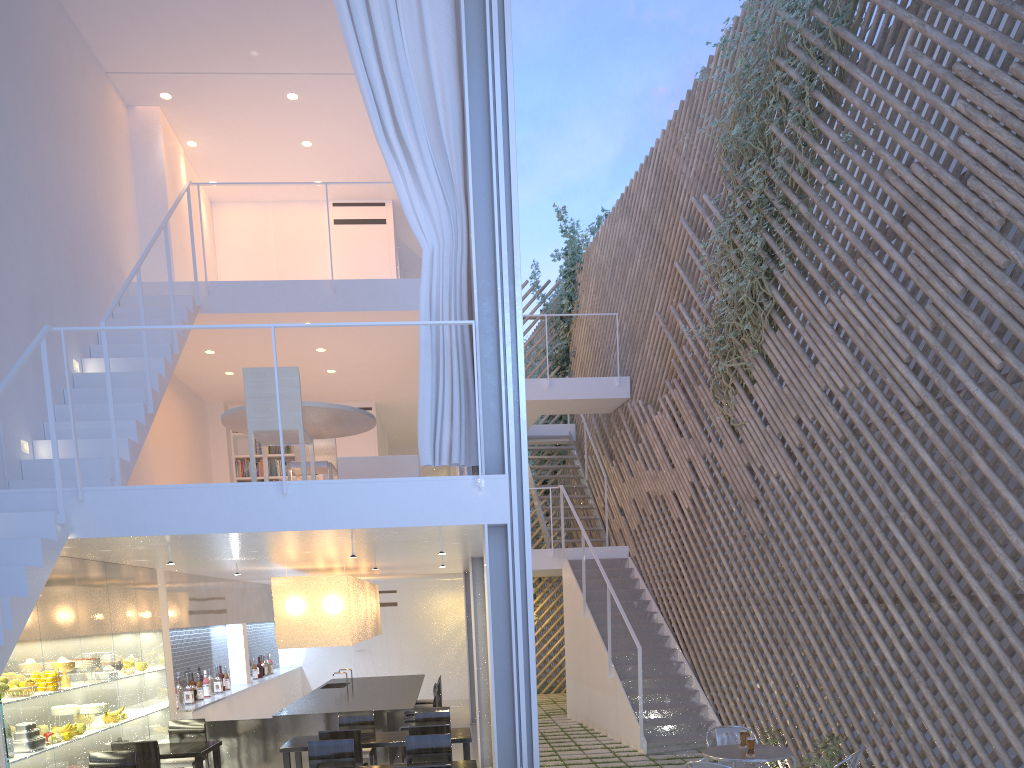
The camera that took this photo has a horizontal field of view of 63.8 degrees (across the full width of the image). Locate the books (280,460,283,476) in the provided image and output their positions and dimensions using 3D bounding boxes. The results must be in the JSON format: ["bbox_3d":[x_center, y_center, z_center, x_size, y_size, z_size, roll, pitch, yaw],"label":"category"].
[{"bbox_3d":[-1.808,0.671,6.471,0.007,0.128,0.096,-3,-1,-5],"label":"books"}]

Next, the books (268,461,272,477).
[{"bbox_3d":[-1.905,0.677,6.476,0.006,0.129,0.071,-3,2,-5],"label":"books"}]

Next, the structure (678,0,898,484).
[{"bbox_3d":[1.436,-0.928,4.219,0.740,2.706,2.386,-4,-2,-14],"label":"structure"}]

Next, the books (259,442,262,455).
[{"bbox_3d":[-1.930,0.822,4.808,0.039,1.621,3.688,-2,-11,0],"label":"books"}]

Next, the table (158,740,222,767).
[{"bbox_3d":[-1.652,1.958,4.071,0.359,0.329,0.358,-2,-5,-5],"label":"table"}]

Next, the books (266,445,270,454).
[{"bbox_3d":[-1.930,0.828,4.826,0.030,1.626,3.657,-2,-11,1],"label":"books"}]

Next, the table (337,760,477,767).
[{"bbox_3d":[-0.585,1.684,3.217,0.915,0.329,0.358,-1,-5,-4],"label":"table"}]

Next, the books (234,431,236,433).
[{"bbox_3d":[-2.154,0.324,6.407,0.015,0.142,0.088,-3,1,-5],"label":"books"}]

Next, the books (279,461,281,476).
[{"bbox_3d":[-1.816,0.676,6.474,0.006,0.121,0.090,-3,-1,-5],"label":"books"}]

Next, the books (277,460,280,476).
[{"bbox_3d":[-1.827,0.672,6.470,0.015,0.128,0.095,-3,-1,-5],"label":"books"}]

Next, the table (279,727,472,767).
[{"bbox_3d":[-0.659,1.936,4.144,0.915,0.329,0.358,-1,-5,-4],"label":"table"}]

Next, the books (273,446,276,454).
[{"bbox_3d":[-1.860,0.516,6.467,0.040,0.101,0.063,-3,1,-5],"label":"books"}]

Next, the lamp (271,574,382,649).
[{"bbox_3d":[-1.264,1.643,5.951,0.447,0.410,2.377,-2,-14,-5],"label":"lamp"}]

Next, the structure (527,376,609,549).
[{"bbox_3d":[0.437,0.697,7.681,0.535,1.881,1.261,-3,0,-11],"label":"structure"}]

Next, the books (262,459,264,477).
[{"bbox_3d":[-1.948,0.667,6.463,0.009,0.145,0.090,-3,1,-5],"label":"books"}]

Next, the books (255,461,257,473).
[{"bbox_3d":[-2.005,0.676,6.457,0.007,0.128,0.096,-3,-1,-5],"label":"books"}]

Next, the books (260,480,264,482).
[{"bbox_3d":[-1.960,0.838,6.484,0.015,0.152,0.087,-3,2,-5],"label":"books"}]

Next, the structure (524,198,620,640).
[{"bbox_3d":[0.429,0.851,9.278,1.116,4.507,3.320,-3,-1,-7],"label":"structure"}]

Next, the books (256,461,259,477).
[{"bbox_3d":[-1.992,0.678,6.470,0.021,0.131,0.070,-3,2,-5],"label":"books"}]

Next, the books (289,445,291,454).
[{"bbox_3d":[-1.740,0.485,6.465,0.011,0.153,0.082,-3,2,-5],"label":"books"}]

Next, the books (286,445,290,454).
[{"bbox_3d":[-1.842,0.832,4.850,0.030,1.625,3.636,-2,-11,3],"label":"books"}]

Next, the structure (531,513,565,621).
[{"bbox_3d":[0.036,2.309,8.605,1.144,2.003,0.283,-2,7,-4],"label":"structure"}]

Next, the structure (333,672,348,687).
[{"bbox_3d":[-1.331,2.293,6.379,0.112,0.124,0.034,-2,5,-4],"label":"structure"}]

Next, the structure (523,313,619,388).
[{"bbox_3d":[0.276,-0.257,6.486,1.139,0.572,0.026,-2,7,-4],"label":"structure"}]

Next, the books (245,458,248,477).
[{"bbox_3d":[-2.074,0.667,6.457,0.011,0.153,0.082,-3,2,-5],"label":"books"}]

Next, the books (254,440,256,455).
[{"bbox_3d":[-1.969,0.818,4.818,0.080,1.599,3.657,-3,-11,-2],"label":"books"}]

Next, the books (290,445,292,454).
[{"bbox_3d":[-1.812,0.821,4.853,0.023,1.648,3.627,-2,-11,3],"label":"books"}]

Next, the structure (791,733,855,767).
[{"bbox_3d":[1.492,1.792,3.878,0.294,0.321,0.321,-1,-4,-20],"label":"structure"}]

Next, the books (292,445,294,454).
[{"bbox_3d":[-1.820,0.823,4.852,0.024,1.644,3.635,-2,-11,4],"label":"books"}]

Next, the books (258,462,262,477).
[{"bbox_3d":[-1.971,0.681,6.465,0.018,0.121,0.085,-3,0,-5],"label":"books"}]

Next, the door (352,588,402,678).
[{"bbox_3d":[-1.741,1.988,5.767,0.481,1.143,5.669,-2,-14,7],"label":"door"}]

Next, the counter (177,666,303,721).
[{"bbox_3d":[-2.110,2.617,6.621,0.232,0.420,3.749,-3,-15,-5],"label":"counter"}]

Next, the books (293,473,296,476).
[{"bbox_3d":[-1.710,0.672,6.480,0.021,0.123,0.092,-3,-1,-5],"label":"books"}]

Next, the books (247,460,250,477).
[{"bbox_3d":[-2.061,0.673,6.460,0.015,0.142,0.078,-3,2,-5],"label":"books"}]

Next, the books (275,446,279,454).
[{"bbox_3d":[-1.839,0.516,6.470,0.040,0.101,0.063,-3,1,-5],"label":"books"}]

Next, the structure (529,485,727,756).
[{"bbox_3d":[0.540,1.575,5.881,1.181,1.945,1.993,-3,-4,-11],"label":"structure"}]

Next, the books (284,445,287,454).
[{"bbox_3d":[-1.837,0.805,4.805,0.124,1.598,3.718,-2,-11,3],"label":"books"}]

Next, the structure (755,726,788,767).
[{"bbox_3d":[1.423,2.002,4.524,0.267,0.259,0.266,-3,-4,3],"label":"structure"}]

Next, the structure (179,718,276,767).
[{"bbox_3d":[-1.658,2.128,4.775,0.556,0.372,0.011,-2,7,-4],"label":"structure"}]

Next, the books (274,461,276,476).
[{"bbox_3d":[-1.853,0.675,6.468,0.006,0.123,0.095,-3,-1,-5],"label":"books"}]

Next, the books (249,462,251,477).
[{"bbox_3d":[-2.045,0.679,6.457,0.015,0.126,0.089,-3,0,-5],"label":"books"}]

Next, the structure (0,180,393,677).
[{"bbox_3d":[-0.978,0.117,2.735,1.729,3.276,3.723,-3,-5,-5],"label":"structure"}]

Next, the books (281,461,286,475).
[{"bbox_3d":[-1.795,0.673,6.484,0.021,0.131,0.070,-3,2,-5],"label":"books"}]

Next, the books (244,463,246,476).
[{"bbox_3d":[-2.083,0.684,6.459,0.006,0.120,0.081,-3,0,-5],"label":"books"}]

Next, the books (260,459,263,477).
[{"bbox_3d":[-1.957,0.670,6.463,0.010,0.141,0.089,-3,1,-5],"label":"books"}]

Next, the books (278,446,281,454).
[{"bbox_3d":[-1.817,0.516,6.471,0.040,0.101,0.063,-3,1,-5],"label":"books"}]

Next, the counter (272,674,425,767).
[{"bbox_3d":[-1.074,2.446,6.066,0.814,0.364,2.597,-1,-15,-5],"label":"counter"}]

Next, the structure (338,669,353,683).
[{"bbox_3d":[-1.358,2.385,6.714,0.112,0.124,0.034,-2,5,-4],"label":"structure"}]

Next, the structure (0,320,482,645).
[{"bbox_3d":[-0.714,0.512,2.091,1.365,1.783,1.453,-2,-2,-5],"label":"structure"}]

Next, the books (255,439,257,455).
[{"bbox_3d":[-1.954,0.822,4.820,0.040,1.625,3.636,-2,-11,-1],"label":"books"}]

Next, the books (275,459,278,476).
[{"bbox_3d":[-1.843,0.666,6.471,0.015,0.142,0.088,-3,1,-5],"label":"books"}]

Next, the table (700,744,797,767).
[{"bbox_3d":[0.954,1.652,3.346,0.347,0.332,0.354,2,-6,-42],"label":"table"}]

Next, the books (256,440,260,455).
[{"bbox_3d":[-1.933,0.813,4.833,0.027,1.590,3.628,-2,-11,-1],"label":"books"}]

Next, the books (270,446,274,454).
[{"bbox_3d":[-1.882,0.517,6.468,0.040,0.101,0.063,-3,1,-5],"label":"books"}]
